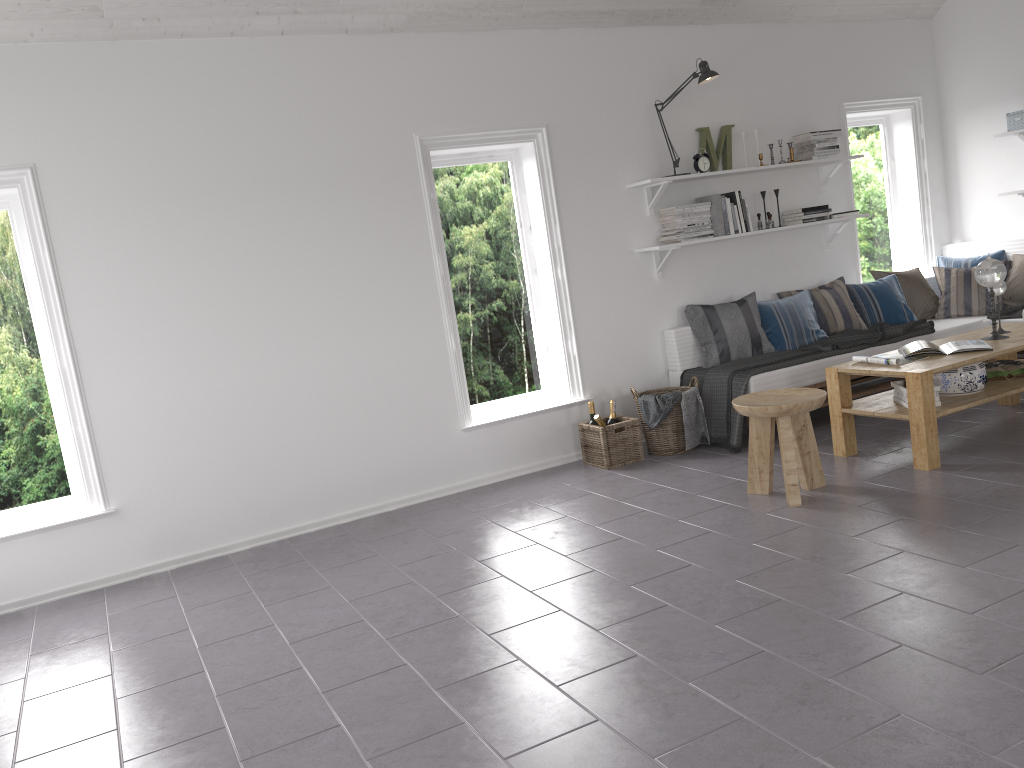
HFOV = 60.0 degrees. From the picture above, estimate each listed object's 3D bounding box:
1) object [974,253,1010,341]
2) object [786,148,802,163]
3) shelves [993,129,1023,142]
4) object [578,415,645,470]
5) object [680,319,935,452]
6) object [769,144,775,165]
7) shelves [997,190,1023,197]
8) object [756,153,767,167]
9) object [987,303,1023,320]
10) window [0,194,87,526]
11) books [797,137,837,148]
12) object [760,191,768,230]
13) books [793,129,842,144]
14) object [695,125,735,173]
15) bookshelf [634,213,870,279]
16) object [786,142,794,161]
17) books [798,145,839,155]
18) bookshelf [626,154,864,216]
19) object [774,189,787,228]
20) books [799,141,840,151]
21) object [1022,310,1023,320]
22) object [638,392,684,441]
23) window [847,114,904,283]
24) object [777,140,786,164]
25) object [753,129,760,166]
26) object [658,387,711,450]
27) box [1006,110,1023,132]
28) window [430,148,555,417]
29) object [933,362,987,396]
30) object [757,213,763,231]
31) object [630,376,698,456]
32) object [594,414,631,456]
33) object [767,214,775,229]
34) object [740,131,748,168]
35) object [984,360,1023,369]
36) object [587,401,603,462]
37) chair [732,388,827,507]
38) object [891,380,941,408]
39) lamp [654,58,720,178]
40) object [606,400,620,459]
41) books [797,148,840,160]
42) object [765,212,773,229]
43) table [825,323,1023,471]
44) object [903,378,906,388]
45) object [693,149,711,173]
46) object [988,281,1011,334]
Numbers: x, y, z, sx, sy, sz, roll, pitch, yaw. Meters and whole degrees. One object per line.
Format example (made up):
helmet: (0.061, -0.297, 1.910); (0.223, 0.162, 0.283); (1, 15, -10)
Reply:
object: (2.618, -0.479, 4.837); (0.155, 0.468, 0.155); (-1, 11, 43)
object: (1.890, -1.541, 5.984); (0.124, 0.100, 0.124); (-9, 8, -3)
shelves: (3.928, -1.628, 5.513); (0.269, 0.212, 1.820); (-12, 9, -25)
object: (0.606, 0.356, 5.413); (0.276, 0.270, 0.276); (-12, 9, -25)
object: (1.963, -0.048, 5.776); (1.892, 0.533, 0.685); (-12, 9, -26)
object: (1.747, -1.543, 5.960); (0.055, 0.153, 0.055); (-2, 10, 42)
shelves: (3.989, -1.226, 5.568); (0.269, 0.212, 1.820); (-12, 9, -25)
object: (1.646, -1.479, 5.860); (0.088, 0.085, 0.088); (-9, 8, -3)
object: (3.750, -0.287, 5.603); (0.716, 0.508, 1.449); (-14, 9, -35)
window: (-2.621, -0.089, 4.359); (0.685, 1.655, 0.117); (-12, 9, -25)
books: (2.126, -1.684, 6.186); (0.223, 0.027, 0.161); (-12, 9, -25)
object: (1.731, -1.188, 6.068); (0.085, 0.259, 0.085); (-4, 9, 33)
books: (2.128, -1.725, 6.189); (0.290, 0.053, 0.176); (-12, 9, -25)
object: (1.357, -1.557, 5.917); (0.330, 0.311, 0.052); (-12, 9, -25)
bookshelf: (1.670, -0.932, 6.001); (1.820, 0.212, 0.269); (-12, 9, -25)
object: (1.909, -1.583, 6.073); (0.055, 0.153, 0.055); (-4, 9, 32)
books: (2.141, -1.634, 6.198); (0.238, 0.024, 0.152); (-12, 9, -25)
bookshelf: (1.608, -1.334, 5.946); (1.820, 0.212, 0.269); (-12, 9, -25)
object: (1.827, -1.204, 6.083); (0.085, 0.259, 0.085); (-4, 9, 33)
books: (2.150, -1.663, 6.205); (0.223, 0.026, 0.161); (-12, 9, -25)
object: (2.919, -0.463, 4.926); (0.155, 0.325, 0.155); (-3, 9, 35)
object: (0.938, 0.206, 5.414); (0.303, 0.332, 0.367); (-6, 8, 21)
window: (2.778, -1.270, 6.964); (0.685, 1.655, 0.052); (-12, 9, -25)
object: (1.801, -1.551, 5.933); (0.066, 0.160, 0.066); (-15, 10, -38)
object: (1.663, -1.588, 5.995); (0.084, 0.256, 0.084); (-4, 9, 33)
object: (0.990, 0.211, 5.446); (0.290, 0.356, 0.349); (-13, 9, -31)
box: (3.643, -1.841, 6.113); (0.242, 0.131, 0.332); (-12, 9, -25)
window: (-0.136, -0.630, 5.542); (0.685, 1.655, 0.117); (-12, 9, -25)
object: (2.350, -0.038, 4.702); (0.302, 0.161, 0.302); (-13, 9, -29)
object: (1.678, -1.099, 6.011); (0.032, 0.117, 0.058); (-2, 10, 38)
object: (0.963, 0.198, 5.481); (0.393, 0.432, 0.393); (-15, 10, -38)
object: (0.607, 0.319, 5.347); (0.095, 0.332, 0.284); (-1, 11, 43)
object: (1.741, -1.095, 5.969); (0.058, 0.102, 0.032); (-13, 9, -30)
object: (1.577, -1.576, 6.005); (0.084, 0.256, 0.084); (-4, 9, 33)
object: (2.700, -0.108, 4.880); (0.176, 0.029, 0.195); (-11, 8, -15)
object: (0.509, 0.294, 5.434); (0.095, 0.377, 0.095); (-7, 8, 11)
chair: (1.296, 0.295, 4.227); (0.431, 0.479, 0.431); (-13, 9, -27)
object: (2.076, 0.049, 4.561); (0.155, 0.102, 0.281); (-8, 8, 8)
lamp: (1.115, -1.676, 5.614); (0.439, 0.703, 0.196); (-7, 8, 10)
object: (0.613, 0.285, 5.486); (0.127, 0.361, 0.094); (-12, 9, -25)
books: (2.141, -1.606, 6.197); (0.239, 0.032, 0.172); (-12, 9, -25)
object: (1.746, -1.111, 6.024); (0.058, 0.117, 0.032); (-11, 8, -14)
table: (2.493, 0.027, 4.826); (1.457, 0.485, 0.607); (-12, 9, -25)
object: (2.088, 0.018, 4.621); (0.090, 0.139, 0.182); (-4, 9, 30)
object: (1.226, -1.438, 5.734); (0.120, 0.165, 0.050); (-12, 9, -25)
object: (2.744, -0.450, 5.003); (0.109, 0.329, 0.109); (-4, 9, 33)
